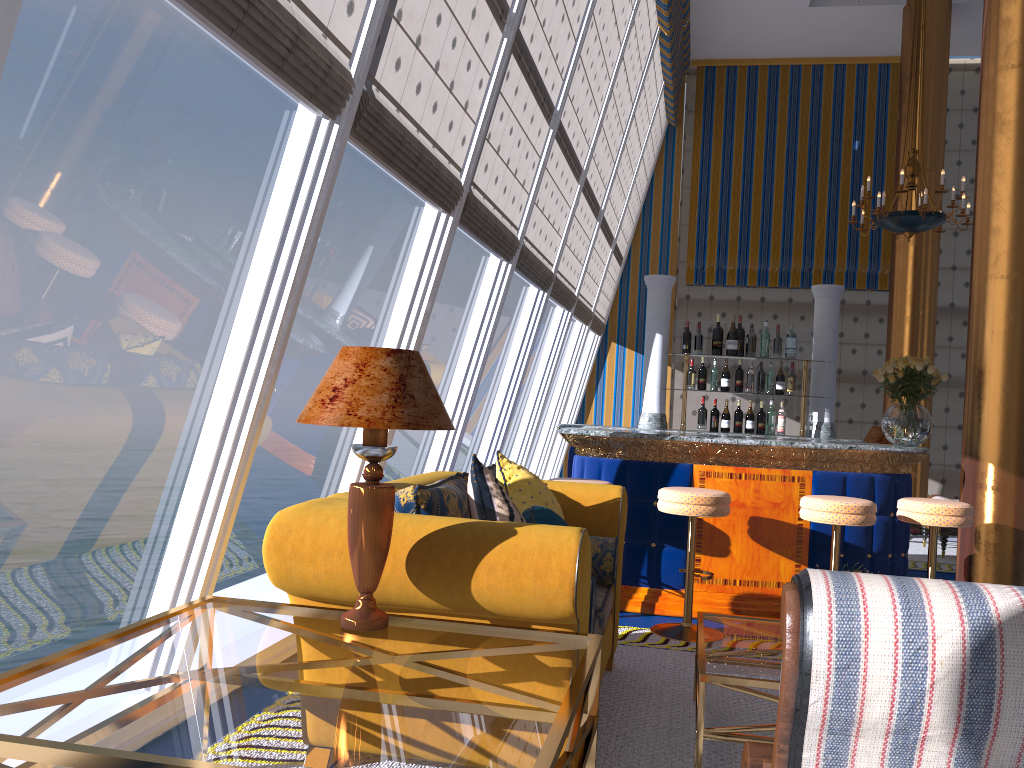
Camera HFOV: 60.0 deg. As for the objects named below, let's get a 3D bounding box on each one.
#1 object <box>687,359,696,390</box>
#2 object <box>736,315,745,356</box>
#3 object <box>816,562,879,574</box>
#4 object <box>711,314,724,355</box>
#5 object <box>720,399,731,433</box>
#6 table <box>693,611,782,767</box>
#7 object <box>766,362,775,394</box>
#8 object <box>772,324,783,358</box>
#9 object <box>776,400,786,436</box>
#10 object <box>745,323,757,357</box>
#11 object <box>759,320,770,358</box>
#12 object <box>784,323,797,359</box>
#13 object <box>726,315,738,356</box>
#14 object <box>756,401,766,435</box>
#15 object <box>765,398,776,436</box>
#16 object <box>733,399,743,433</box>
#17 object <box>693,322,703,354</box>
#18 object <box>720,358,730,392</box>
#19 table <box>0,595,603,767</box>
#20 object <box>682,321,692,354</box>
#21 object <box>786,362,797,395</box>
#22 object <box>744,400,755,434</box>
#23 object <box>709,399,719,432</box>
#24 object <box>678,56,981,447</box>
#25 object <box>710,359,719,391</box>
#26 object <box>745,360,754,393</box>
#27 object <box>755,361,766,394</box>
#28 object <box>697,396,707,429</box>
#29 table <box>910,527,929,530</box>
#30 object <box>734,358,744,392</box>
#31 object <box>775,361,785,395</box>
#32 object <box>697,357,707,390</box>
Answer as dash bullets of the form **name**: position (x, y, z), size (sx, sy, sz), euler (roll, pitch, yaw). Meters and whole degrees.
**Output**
- **object**: position (1.305, -0.071, 6.443), size (0.066, 0.225, 0.065), euler (3, -1, -20)
- **object**: position (1.656, -0.350, 6.461), size (0.080, 0.303, 0.082), euler (3, -1, 28)
- **object**: position (1.157, 0.808, 3.082), size (0.456, 0.388, 0.502), euler (3, -1, -8)
- **object**: position (1.499, -0.358, 6.464), size (0.081, 0.303, 0.082), euler (3, -1, 17)
- **object**: position (1.558, 0.233, 6.458), size (0.069, 0.244, 0.068), euler (3, -1, -8)
- **table**: position (1.153, 1.146, 3.180), size (0.971, 0.369, 0.910), euler (3, -1, 11)
- **object**: position (1.880, -0.043, 6.454), size (0.059, 0.230, 0.058), euler (3, -1, -30)
- **object**: position (1.928, -0.310, 6.443), size (0.073, 0.246, 0.072), euler (3, -1, -30)
- **object**: position (1.969, 0.249, 6.477), size (0.061, 0.258, 0.061), euler (3, -1, 11)
- **object**: position (1.738, -0.317, 6.446), size (0.077, 0.247, 0.075), euler (3, -1, -25)
- **object**: position (1.833, -0.326, 6.422), size (0.068, 0.271, 0.070), euler (3, -1, 22)
- **object**: position (2.033, -0.312, 6.465), size (0.092, 0.259, 0.091), euler (3, -1, -6)
- **object**: position (1.603, -0.352, 6.445), size (0.085, 0.302, 0.085), euler (3, -1, 5)
- **object**: position (1.816, 0.247, 6.463), size (0.065, 0.244, 0.065), euler (3, -1, -8)
- **object**: position (1.892, 0.241, 6.481), size (0.069, 0.269, 0.068), euler (3, -1, -28)
- **object**: position (1.646, 0.234, 6.445), size (0.065, 0.244, 0.065), euler (3, -1, -8)
- **object**: position (1.377, -0.337, 6.545), size (0.073, 0.246, 0.072), euler (3, -1, -30)
- **object**: position (1.552, -0.065, 6.440), size (0.069, 0.244, 0.068), euler (3, -1, -8)
- **table**: position (-0.475, 0.946, 2.085), size (1.233, 0.549, 1.156), euler (3, -1, 11)
- **object**: position (1.286, -0.342, 6.517), size (0.065, 0.244, 0.066), euler (3, -1, 15)
- **object**: position (2.030, -0.040, 6.430), size (0.071, 0.244, 0.072), euler (3, -1, 32)
- **object**: position (1.732, 0.239, 6.457), size (0.069, 0.244, 0.068), euler (3, -1, -8)
- **object**: position (1.479, 0.229, 6.471), size (0.065, 0.244, 0.066), euler (3, -1, 15)
- **object**: position (3.833, -6.711, 3.684), size (62.878, 33.599, 63.677), euler (3, -1, 18)
- **object**: position (1.474, -0.065, 6.452), size (0.059, 0.230, 0.058), euler (3, -1, -30)
- **object**: position (1.727, -0.057, 6.428), size (0.057, 0.239, 0.056), euler (3, -1, -14)
- **object**: position (1.805, -0.048, 6.445), size (0.072, 0.232, 0.071), euler (3, -1, -10)
- **object**: position (1.386, 0.207, 6.452), size (0.071, 0.242, 0.071), euler (3, -1, -7)
- **table**: position (4.035, 1.417, 9.114), size (0.971, 0.369, 0.910), euler (3, -1, 11)
- **object**: position (1.649, -0.063, 6.439), size (0.065, 0.244, 0.065), euler (3, -1, -8)
- **object**: position (1.949, -0.044, 6.442), size (0.069, 0.244, 0.068), euler (3, -1, -8)
- **object**: position (1.386, -0.077, 6.454), size (0.065, 0.244, 0.065), euler (3, -1, -8)
